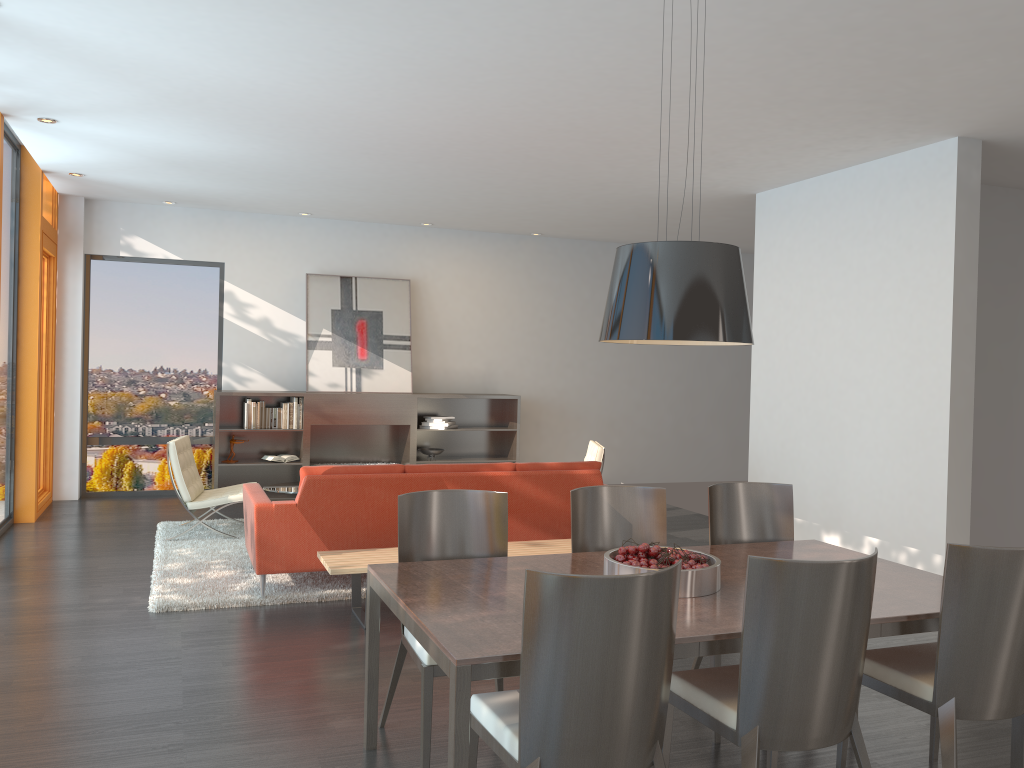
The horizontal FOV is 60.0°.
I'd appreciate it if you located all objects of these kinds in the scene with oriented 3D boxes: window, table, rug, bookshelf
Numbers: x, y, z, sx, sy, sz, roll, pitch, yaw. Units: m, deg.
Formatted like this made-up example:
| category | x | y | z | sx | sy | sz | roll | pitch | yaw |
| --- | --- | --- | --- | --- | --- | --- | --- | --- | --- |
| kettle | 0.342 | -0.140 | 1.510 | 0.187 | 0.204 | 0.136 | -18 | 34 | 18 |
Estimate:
| category | x | y | z | sx | sy | sz | roll | pitch | yaw |
| --- | --- | --- | --- | --- | --- | --- | --- | --- | --- |
| window | -4.081 | -0.413 | 6.973 | 0.070 | 3.346 | 1.844 | 1 | 1 | -21 |
| table | -1.101 | 1.094 | 7.584 | 1.999 | 0.464 | 0.948 | 1 | 1 | -20 |
| window | -4.564 | -0.455 | 8.512 | 0.211 | 3.346 | 1.156 | 1 | 1 | -21 |
| table | 0.638 | 1.121 | 3.308 | 2.151 | 0.764 | 1.172 | 1 | 1 | -21 |
| rug | -0.879 | 1.330 | 7.279 | 3.772 | 0.043 | 2.984 | 1 | 1 | -21 |
| window | -3.890 | -0.457 | 9.657 | 1.409 | 3.340 | 0.065 | 1 | 1 | -21 |
| bookshelf | -1.594 | 0.683 | 10.045 | 3.387 | 1.163 | 0.570 | 1 | 1 | -21 |

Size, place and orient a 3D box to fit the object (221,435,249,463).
| category | x | y | z | sx | sy | sz | roll | pitch | yaw |
| --- | --- | --- | --- | --- | --- | --- | --- | --- | --- |
| object | -2.962 | 0.688 | 9.479 | 0.245 | 0.290 | 0.201 | 1 | 1 | -1 |

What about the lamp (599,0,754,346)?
| category | x | y | z | sx | sy | sz | roll | pitch | yaw |
| --- | --- | --- | --- | --- | --- | --- | --- | --- | --- |
| lamp | 0.623 | -0.941 | 3.272 | 0.567 | 1.580 | 0.567 | 2 | 1 | 8 |

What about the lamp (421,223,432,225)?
| category | x | y | z | sx | sy | sz | roll | pitch | yaw |
| --- | --- | --- | --- | --- | --- | --- | --- | --- | --- |
| lamp | -1.003 | -1.870 | 10.380 | 0.129 | 0.010 | 0.129 | 2 | 1 | 24 |

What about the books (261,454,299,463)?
| category | x | y | z | sx | sy | sz | roll | pitch | yaw |
| --- | --- | --- | --- | --- | --- | --- | --- | --- | --- |
| books | -2.510 | 0.809 | 9.617 | 0.336 | 0.064 | 0.234 | 1 | 1 | -41 |

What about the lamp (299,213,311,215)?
| category | x | y | z | sx | sy | sz | roll | pitch | yaw |
| --- | --- | --- | --- | --- | --- | --- | --- | --- | --- |
| lamp | -2.309 | -1.893 | 9.883 | 0.129 | 0.010 | 0.129 | 2 | 1 | 24 |

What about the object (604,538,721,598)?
| category | x | y | z | sx | sy | sz | roll | pitch | yaw |
| --- | --- | --- | --- | --- | --- | --- | --- | --- | --- |
| object | 0.555 | 0.660 | 3.283 | 0.427 | 0.154 | 0.427 | 2 | 1 | 23 |

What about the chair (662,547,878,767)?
| category | x | y | z | sx | sy | sz | roll | pitch | yaw |
| --- | --- | --- | --- | --- | --- | --- | --- | --- | --- |
| chair | 0.837 | 0.982 | 2.832 | 0.548 | 0.967 | 0.614 | 1 | 1 | -21 |

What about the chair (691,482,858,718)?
| category | x | y | z | sx | sy | sz | roll | pitch | yaw |
| --- | --- | --- | --- | --- | --- | --- | --- | --- | --- |
| chair | 1.176 | 0.967 | 4.030 | 0.548 | 0.967 | 0.614 | 1 | 1 | -21 |

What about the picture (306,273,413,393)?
| category | x | y | z | sx | sy | sz | roll | pitch | yaw |
| --- | --- | --- | --- | --- | --- | --- | --- | --- | --- |
| picture | -1.738 | -0.568 | 10.125 | 1.208 | 1.338 | 0.269 | 1 | 1 | -21 |

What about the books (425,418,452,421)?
| category | x | y | z | sx | sy | sz | roll | pitch | yaw |
| --- | --- | --- | --- | --- | --- | --- | --- | --- | --- |
| books | -0.843 | 0.407 | 10.239 | 0.210 | 0.020 | 0.300 | 2 | 1 | 19 |

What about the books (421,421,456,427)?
| category | x | y | z | sx | sy | sz | roll | pitch | yaw |
| --- | --- | --- | --- | --- | --- | --- | --- | --- | --- |
| books | -0.845 | 0.456 | 10.240 | 0.314 | 0.038 | 0.398 | 2 | 1 | 9 |

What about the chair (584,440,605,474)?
| category | x | y | z | sx | sy | sz | roll | pitch | yaw |
| --- | --- | --- | --- | --- | --- | --- | --- | --- | --- |
| chair | 0.482 | 0.935 | 7.975 | 0.707 | 0.817 | 0.700 | 1 | 1 | -1 |

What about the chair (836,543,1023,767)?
| category | x | y | z | sx | sy | sz | roll | pitch | yaw |
| --- | --- | --- | --- | --- | --- | --- | --- | --- | --- |
| chair | 1.552 | 0.995 | 3.104 | 0.548 | 0.967 | 0.614 | 1 | 1 | -21 |

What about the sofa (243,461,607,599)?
| category | x | y | z | sx | sy | sz | roll | pitch | yaw |
| --- | --- | --- | --- | --- | --- | --- | --- | --- | --- |
| sofa | -0.511 | 0.939 | 6.240 | 2.597 | 0.852 | 1.038 | 1 | 1 | -21 |

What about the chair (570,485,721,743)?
| category | x | y | z | sx | sy | sz | roll | pitch | yaw |
| --- | --- | --- | --- | --- | --- | --- | --- | --- | --- |
| chair | 0.524 | 0.956 | 3.782 | 0.548 | 0.967 | 0.614 | 1 | 1 | -21 |

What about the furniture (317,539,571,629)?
| category | x | y | z | sx | sy | sz | roll | pitch | yaw |
| --- | --- | --- | --- | --- | --- | --- | --- | --- | --- |
| furniture | -0.155 | 1.210 | 5.473 | 2.005 | 0.357 | 0.492 | 1 | 1 | -21 |

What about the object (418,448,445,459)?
| category | x | y | z | sx | sy | sz | roll | pitch | yaw |
| --- | --- | --- | --- | --- | --- | --- | --- | --- | --- |
| object | -0.925 | 0.811 | 10.215 | 0.309 | 0.117 | 0.309 | 2 | 1 | 13 |

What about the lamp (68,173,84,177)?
| category | x | y | z | sx | sy | sz | roll | pitch | yaw |
| --- | --- | --- | --- | --- | --- | --- | --- | --- | --- |
| lamp | -3.957 | -1.900 | 8.051 | 0.129 | 0.010 | 0.129 | 2 | 1 | 24 |

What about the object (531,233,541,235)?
| category | x | y | z | sx | sy | sz | roll | pitch | yaw |
| --- | --- | --- | --- | --- | --- | --- | --- | --- | --- |
| object | 0.296 | -1.847 | 10.941 | 0.129 | 0.010 | 0.129 | 2 | 1 | 24 |

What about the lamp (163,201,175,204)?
| category | x | y | z | sx | sy | sz | roll | pitch | yaw |
| --- | --- | --- | --- | --- | --- | --- | --- | --- | --- |
| lamp | -3.630 | -1.917 | 9.381 | 0.129 | 0.010 | 0.129 | 2 | 1 | 24 |

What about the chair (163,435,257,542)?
| category | x | y | z | sx | sy | sz | roll | pitch | yaw |
| --- | --- | --- | --- | --- | --- | --- | --- | --- | --- |
| chair | -2.540 | 0.868 | 7.494 | 0.707 | 0.817 | 0.700 | 1 | 1 | -11 |

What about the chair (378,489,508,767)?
| category | x | y | z | sx | sy | sz | roll | pitch | yaw |
| --- | --- | --- | --- | --- | --- | --- | --- | --- | --- |
| chair | -0.191 | 0.943 | 3.510 | 0.548 | 0.967 | 0.614 | 1 | 1 | -21 |

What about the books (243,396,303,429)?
| category | x | y | z | sx | sy | sz | roll | pitch | yaw |
| --- | --- | --- | --- | --- | --- | --- | --- | --- | --- |
| books | -2.578 | 0.305 | 9.561 | 0.592 | 0.339 | 0.324 | 1 | 1 | -21 |

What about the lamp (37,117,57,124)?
| category | x | y | z | sx | sy | sz | roll | pitch | yaw |
| --- | --- | --- | --- | --- | --- | --- | --- | --- | --- |
| lamp | -3.261 | -1.847 | 6.219 | 0.129 | 0.010 | 0.129 | 2 | 1 | 24 |

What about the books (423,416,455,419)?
| category | x | y | z | sx | sy | sz | roll | pitch | yaw |
| --- | --- | --- | --- | --- | --- | --- | --- | --- | --- |
| books | -0.843 | 0.387 | 10.239 | 0.300 | 0.020 | 0.210 | 1 | 1 | -31 |

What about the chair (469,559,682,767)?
| category | x | y | z | sx | sy | sz | roll | pitch | yaw |
| --- | --- | --- | --- | --- | --- | --- | --- | --- | --- |
| chair | 0.184 | 0.970 | 2.584 | 0.548 | 0.967 | 0.614 | 1 | 1 | -21 |

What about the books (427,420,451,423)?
| category | x | y | z | sx | sy | sz | roll | pitch | yaw |
| --- | --- | --- | --- | --- | --- | --- | --- | --- | --- |
| books | -0.844 | 0.427 | 10.240 | 0.210 | 0.020 | 0.300 | 2 | 1 | 9 |

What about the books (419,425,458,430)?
| category | x | y | z | sx | sy | sz | roll | pitch | yaw |
| --- | --- | --- | --- | --- | --- | --- | --- | --- | --- |
| books | -0.846 | 0.493 | 10.240 | 0.314 | 0.038 | 0.398 | 2 | 1 | 19 |
